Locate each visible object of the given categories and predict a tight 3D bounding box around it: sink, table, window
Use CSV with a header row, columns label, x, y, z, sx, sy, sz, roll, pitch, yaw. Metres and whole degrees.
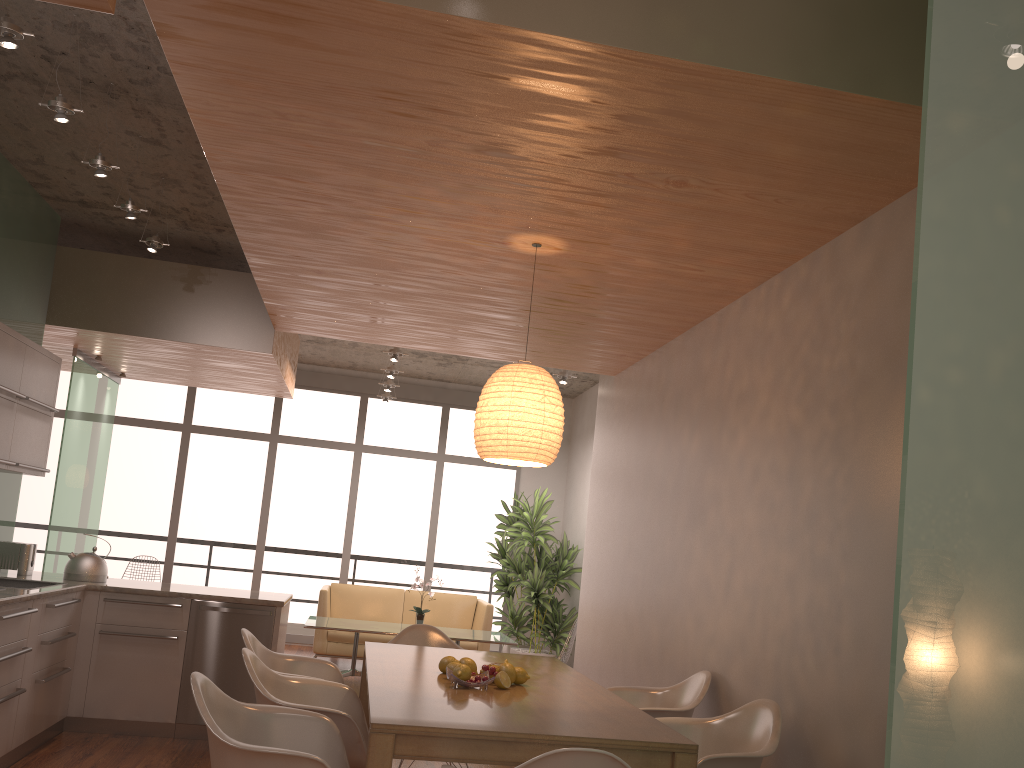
label,x,y,z,sx,sy,sz,roll,pitch,yaw
sink,-2.945,1.112,5.013,0.616,0.378,0.650,7,-10,-9
table,-0.133,1.643,3.675,1.026,0.800,2.098,7,-10,-9
table,-0.970,2.535,8.118,1.872,0.554,0.951,7,-10,-9
window,-3.963,1.291,10.474,8.565,3.250,0.062,7,-6,-9

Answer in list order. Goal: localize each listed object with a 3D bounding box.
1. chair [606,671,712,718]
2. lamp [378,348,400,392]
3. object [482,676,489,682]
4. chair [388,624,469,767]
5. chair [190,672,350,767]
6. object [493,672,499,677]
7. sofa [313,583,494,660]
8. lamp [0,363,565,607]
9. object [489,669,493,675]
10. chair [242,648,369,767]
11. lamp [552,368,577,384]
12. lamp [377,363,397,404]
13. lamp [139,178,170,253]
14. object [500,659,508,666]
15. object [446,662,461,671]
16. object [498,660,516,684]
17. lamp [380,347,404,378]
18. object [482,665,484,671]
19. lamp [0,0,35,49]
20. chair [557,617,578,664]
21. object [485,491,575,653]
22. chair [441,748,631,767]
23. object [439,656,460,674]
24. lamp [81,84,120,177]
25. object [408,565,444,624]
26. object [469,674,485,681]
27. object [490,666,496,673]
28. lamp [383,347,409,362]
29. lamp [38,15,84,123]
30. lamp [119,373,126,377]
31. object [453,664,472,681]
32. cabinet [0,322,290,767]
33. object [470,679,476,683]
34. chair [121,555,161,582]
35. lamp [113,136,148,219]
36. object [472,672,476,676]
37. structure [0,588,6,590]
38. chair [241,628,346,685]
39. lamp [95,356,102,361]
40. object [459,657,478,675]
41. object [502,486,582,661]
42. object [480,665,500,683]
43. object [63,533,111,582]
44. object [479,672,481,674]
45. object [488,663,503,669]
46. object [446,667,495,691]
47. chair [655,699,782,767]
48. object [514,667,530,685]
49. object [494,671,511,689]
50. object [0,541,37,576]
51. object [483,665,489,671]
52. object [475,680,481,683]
label,x,y,z,sx,sy,sz,roll,pitch,yaw
chair,0.629,1.827,4.361,0.643,0.852,0.691,7,-8,-9
lamp,-1.289,-0.156,9.399,0.200,0.478,0.134,11,-8,-41
object,-0.105,1.165,3.480,0.026,0.026,0.023,5,-8,4
chair,-0.479,1.860,5.117,0.686,0.852,0.648,9,-8,-24
chair,-0.773,1.401,2.900,0.643,0.840,0.691,8,-8,-14
object,-0.064,1.185,3.596,0.026,0.026,0.024,7,-8,-9
sofa,-1.167,2.619,9.391,1.802,0.829,0.889,7,-8,-9
lamp,-1.571,0.593,4.891,3.218,1.333,3.104,7,-10,-9
object,-0.085,1.179,3.611,0.024,0.026,0.026,10,-9,-28
chair,-0.821,1.535,3.592,0.643,0.852,0.691,8,-8,-14
lamp,0.494,-0.241,8.025,0.200,0.478,0.134,11,-8,-41
lamp,-1.430,-0.016,10.205,0.200,0.478,0.134,11,-8,-41
lamp,-2.139,-1.026,5.341,0.154,0.466,0.103,11,-8,-41
object,-0.026,1.210,3.714,0.072,0.099,0.074,2,-8,26
object,-0.231,1.182,3.638,0.081,0.071,0.083,9,-9,-20
object,-0.019,1.185,3.624,0.074,0.093,0.076,6,-8,-1
lamp,-1.148,-0.296,8.593,0.200,0.478,0.134,11,-8,-41
object,-0.113,1.174,3.652,0.025,0.026,0.026,13,-11,-41
lamp,-1.748,-1.414,3.107,0.154,0.466,0.103,11,-8,-41
chair,0.285,2.364,7.459,0.561,0.892,0.549,4,-7,11
object,0.219,2.316,10.404,1.080,2.084,0.977,5,-6,9
chair,0.091,1.436,2.600,0.685,0.852,0.649,8,-8,-14
object,-0.274,1.205,3.787,0.078,0.077,0.081,9,-9,-23
lamp,-1.943,-1.220,4.223,0.154,0.466,0.103,11,-8,-41
object,-0.826,1.975,8.157,0.298,0.584,0.374,7,-7,-14
object,-0.138,1.173,3.505,0.076,0.042,0.094,-1,-12,36
object,-0.078,1.165,3.601,0.024,0.026,0.026,10,-9,-28
lamp,-1.006,-0.436,7.786,0.200,0.478,0.134,11,-8,-41
lamp,-1.845,-1.317,3.664,0.154,0.466,0.103,11,-8,-41
lamp,-3.515,-0.293,8.047,0.103,0.466,0.154,10,-7,-36
object,-0.194,1.134,3.460,0.083,0.071,0.080,11,-10,-32
cabinet,-2.145,0.797,4.164,1.915,2.250,4.295,7,-10,-9
object,-0.153,1.171,3.460,0.026,0.025,0.026,3,-8,15
chair,-4.210,2.376,9.871,0.543,0.892,0.567,7,-7,-9
lamp,-2.041,-1.123,4.782,0.154,0.466,0.103,11,-8,-41
object,-0.163,1.226,3.716,0.026,0.026,0.024,7,-8,-9
structure,-2.841,0.974,4.282,0.489,0.038,0.684,7,-11,-9
chair,-1.032,1.644,4.274,0.643,0.852,0.691,8,-8,-14
lamp,-3.384,-0.423,7.298,0.103,0.466,0.154,10,-7,-36
object,-0.189,1.213,3.785,0.079,0.077,0.081,11,-10,-34
object,0.350,2.202,9.741,0.966,2.084,1.092,5,-7,4
object,-0.079,1.204,3.667,0.079,0.074,0.084,-2,-12,44
object,-2.768,1.132,5.764,0.262,0.302,0.265,5,-8,7
object,-0.127,1.246,3.792,0.026,0.023,0.026,6,-8,-5
object,-0.071,1.165,3.652,0.065,0.021,0.071,-3,-14,41
object,-0.167,1.161,3.469,0.174,0.060,0.176,7,-10,-9
chair,0.716,1.668,3.488,0.644,0.852,0.691,8,-8,-19
object,0.025,1.214,3.676,0.081,0.071,0.083,9,-9,-20
object,-0.039,1.179,3.519,0.063,0.068,0.075,1,-9,28
object,-3.214,1.124,5.697,0.237,0.200,0.155,7,-8,-9
object,-0.106,1.167,3.625,0.026,0.026,0.024,2,-9,23
object,-0.132,1.171,3.449,0.025,0.026,0.026,3,-9,20
